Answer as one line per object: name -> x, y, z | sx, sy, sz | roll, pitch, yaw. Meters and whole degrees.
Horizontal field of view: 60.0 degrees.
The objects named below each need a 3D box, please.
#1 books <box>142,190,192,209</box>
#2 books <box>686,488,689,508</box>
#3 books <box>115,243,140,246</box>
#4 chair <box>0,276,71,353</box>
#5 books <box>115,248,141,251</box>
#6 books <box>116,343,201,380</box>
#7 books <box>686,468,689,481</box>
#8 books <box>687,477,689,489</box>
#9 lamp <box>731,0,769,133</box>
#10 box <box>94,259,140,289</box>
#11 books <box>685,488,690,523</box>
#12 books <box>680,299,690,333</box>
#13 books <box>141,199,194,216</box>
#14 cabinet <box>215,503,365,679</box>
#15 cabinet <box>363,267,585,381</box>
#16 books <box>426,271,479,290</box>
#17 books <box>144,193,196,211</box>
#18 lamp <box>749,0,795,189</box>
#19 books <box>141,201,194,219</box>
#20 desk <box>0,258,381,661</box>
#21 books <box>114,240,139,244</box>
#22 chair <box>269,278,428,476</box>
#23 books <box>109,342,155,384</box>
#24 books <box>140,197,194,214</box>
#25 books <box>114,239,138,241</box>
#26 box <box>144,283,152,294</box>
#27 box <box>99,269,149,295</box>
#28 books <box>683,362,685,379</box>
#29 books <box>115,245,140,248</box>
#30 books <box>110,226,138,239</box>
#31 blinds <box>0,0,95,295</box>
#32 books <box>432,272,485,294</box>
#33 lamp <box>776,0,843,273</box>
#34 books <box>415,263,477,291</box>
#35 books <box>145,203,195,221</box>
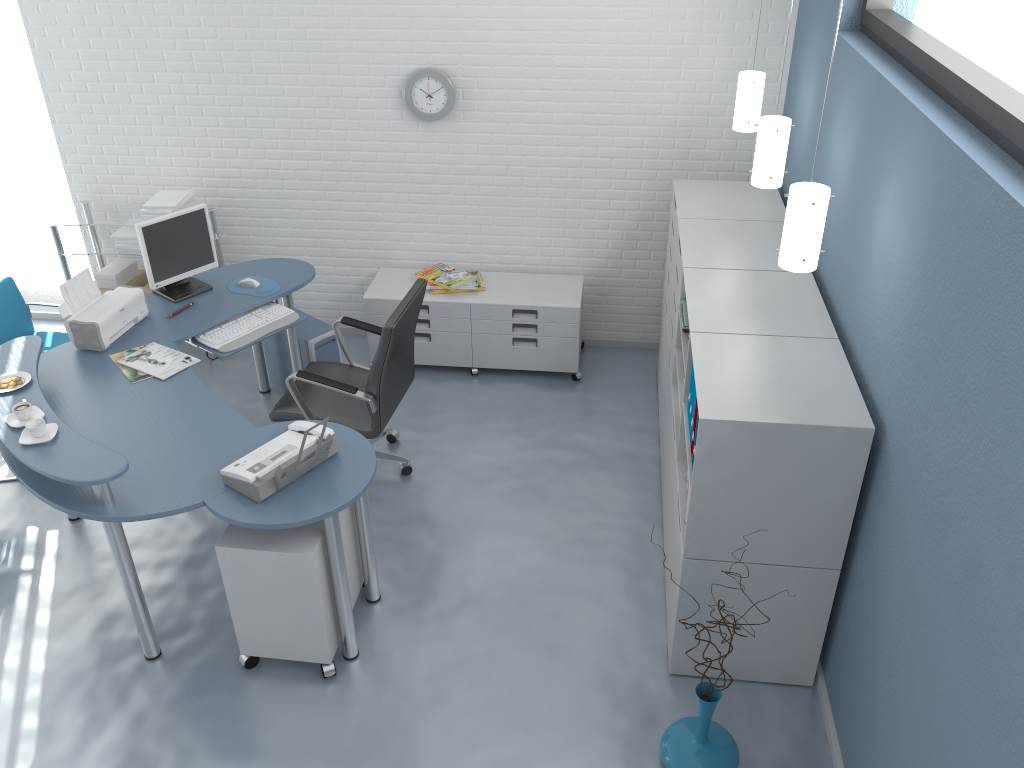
books -> -1.973, -1.059, 5.081 | 0.190, 0.015, 0.270 | 0, 31, 2
books -> 0.715, 0.363, 3.164 | 0.166, 0.217, 0.038 | 3, 31, 6
books -> -2.187, -0.876, 5.239 | 0.190, 0.015, 0.270 | 3, 31, 6
chair -> -2.529, -0.134, 4.708 | 0.543, 0.707, 0.542 | 6, 32, 10
books -> -2.195, -0.848, 5.253 | 0.190, 0.015, 0.270 | 2, 31, 5
books -> -1.530, -0.099, 3.840 | 0.300, 0.010, 0.200 | 17, 35, 27
books -> 0.741, 0.277, 3.318 | 0.157, 0.203, 0.040 | 3, 31, 6
books -> 0.733, 0.312, 3.266 | 0.157, 0.198, 0.022 | 3, 31, 6
lamp -> 1.093, -1.967, 3.725 | 0.120, 1.786, 0.120 | -20, 36, -28
box -> -2.381, -0.665, 5.352 | 0.139, 0.090, 0.234 | 6, 32, 10
books -> 0.703, 0.414, 3.111 | 0.173, 0.184, 0.032 | 3, 31, 6
books -> 0.814, -0.276, 3.647 | 0.234, 0.034, 0.240 | 3, 31, 6
books -> -1.979, -1.022, 5.107 | 0.190, 0.015, 0.270 | 3, 31, 6
cabinet -> -0.808, 0.698, 3.401 | 0.383, 0.605, 0.559 | 4, 32, 8
cabinet -> -0.202, -0.360, 5.251 | 1.259, 0.484, 0.447 | 3, 31, 6
books -> -0.346, -0.598, 5.123 | 0.300, 0.020, 0.210 | 0, 31, 2
books -> -1.961, -1.050, 5.095 | 0.190, 0.015, 0.270 | 3, 31, 6
lamp -> 0.997, -1.555, 3.046 | 0.120, 1.786, 0.120 | -20, 36, -28
books -> -1.981, -1.006, 5.110 | 0.190, 0.015, 0.270 | 4, 32, 7
desk -> -1.422, 0.221, 3.912 | 1.402, 0.900, 2.282 | -10, 32, -15
books -> -2.189, -0.885, 5.226 | 0.190, 0.015, 0.270 | 2, 31, 5
chair -> -0.754, 0.008, 4.204 | 0.652, 0.948, 0.584 | 6, 32, 11
books -> -1.594, -0.096, 3.839 | 0.200, 0.005, 0.300 | -23, 38, -32
books -> -1.980, -1.031, 5.093 | 0.190, 0.015, 0.270 | 4, 32, 8
books -> -2.189, -0.902, 5.225 | 0.190, 0.015, 0.270 | 4, 31, 7
box -> -2.089, -0.554, 5.378 | 0.207, 0.133, 0.347 | 3, 31, 6
box -> -2.381, -0.570, 5.409 | 0.207, 0.133, 0.347 | 1, 31, 2
books -> 0.785, -0.035, 3.460 | 0.224, 0.041, 0.283 | 3, 31, 6
books -> -2.196, -0.861, 5.245 | 0.190, 0.015, 0.270 | 1, 31, 3
books -> -2.208, -0.908, 5.207 | 0.190, 0.015, 0.270 | 1, 31, 4
blinds -> -4.765, -1.988, 5.330 | 4.001, 2.955, 0.158 | 3, 31, 6
books -> -0.317, -0.584, 5.137 | 0.300, 0.020, 0.210 | -5, 31, -7
lamp -> 0.901, -1.142, 2.367 | 0.120, 1.786, 0.120 | -20, 36, -28
books -> -0.381, -0.622, 5.124 | 0.300, 0.020, 0.210 | 24, 39, 35
books -> -1.972, -0.994, 5.120 | 0.190, 0.015, 0.270 | 2, 31, 4
